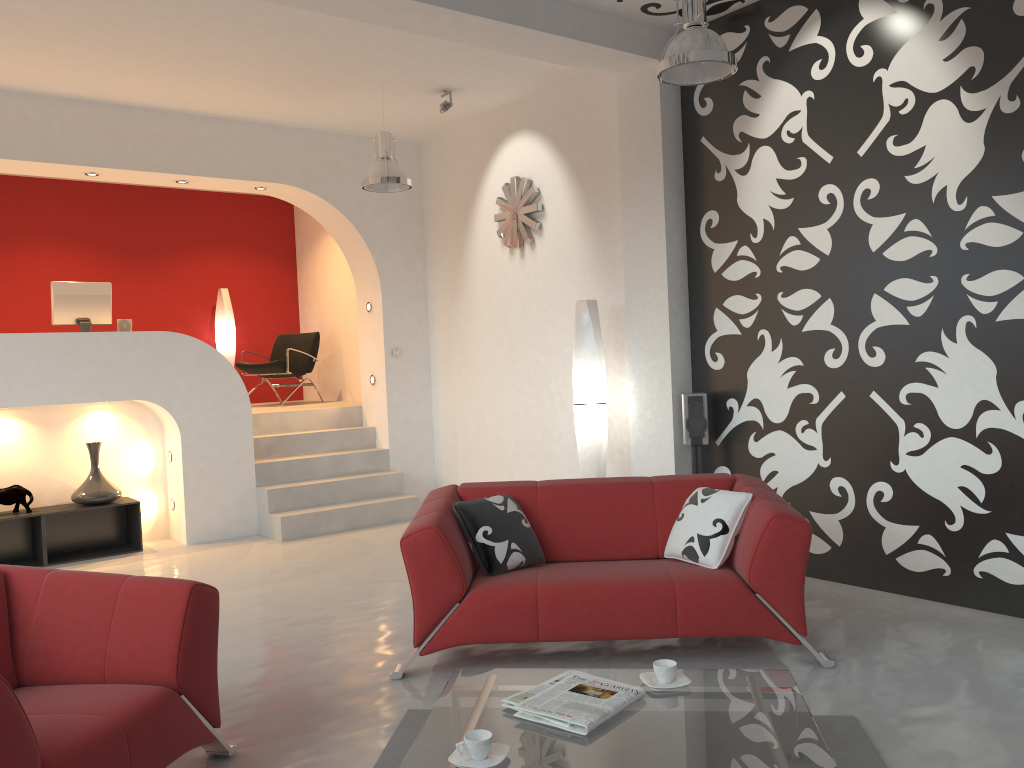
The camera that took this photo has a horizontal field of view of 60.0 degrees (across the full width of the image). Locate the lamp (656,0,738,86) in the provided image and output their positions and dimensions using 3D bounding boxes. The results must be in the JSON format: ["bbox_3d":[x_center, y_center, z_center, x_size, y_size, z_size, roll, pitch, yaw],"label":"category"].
[{"bbox_3d":[0.862,-1.877,4.212,0.379,0.800,0.379,-4,2,-44],"label":"lamp"}]

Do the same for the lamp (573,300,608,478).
[{"bbox_3d":[0.564,0.299,6.274,0.313,1.779,0.313,-3,2,-29],"label":"lamp"}]

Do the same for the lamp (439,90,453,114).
[{"bbox_3d":[-0.515,-2.197,6.921,0.112,0.176,0.118,-2,2,5],"label":"lamp"}]

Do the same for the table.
[{"bbox_3d":[0.303,1.152,2.550,1.162,0.286,1.097,-2,2,8],"label":"table"}]

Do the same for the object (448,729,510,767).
[{"bbox_3d":[-0.089,0.995,2.428,0.153,0.069,0.153,-2,2,19],"label":"object"}]

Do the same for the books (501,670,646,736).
[{"bbox_3d":[0.199,0.990,2.778,0.345,0.035,0.367,-1,2,43],"label":"books"}]

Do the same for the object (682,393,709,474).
[{"bbox_3d":[1.208,0.617,5.777,0.214,1.112,0.229,-2,2,8],"label":"object"}]

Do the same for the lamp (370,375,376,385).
[{"bbox_3d":[-1.337,-0.038,8.501,0.011,0.105,0.105,-4,2,-37],"label":"lamp"}]

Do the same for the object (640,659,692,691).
[{"bbox_3d":[0.505,0.955,2.925,0.153,0.069,0.153,-3,2,-11],"label":"object"}]

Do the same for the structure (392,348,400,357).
[{"bbox_3d":[-1.092,-0.296,8.364,0.080,0.080,0.016,-4,2,-37],"label":"structure"}]

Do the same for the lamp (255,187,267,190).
[{"bbox_3d":[-2.221,-1.728,7.842,0.105,0.011,0.105,-1,2,42],"label":"lamp"}]

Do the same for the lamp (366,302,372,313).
[{"bbox_3d":[-1.368,-0.736,8.482,0.011,0.105,0.105,-4,2,-37],"label":"lamp"}]

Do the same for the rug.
[{"bbox_3d":[0.312,1.297,2.566,1.700,0.025,1.700,-2,2,8],"label":"rug"}]

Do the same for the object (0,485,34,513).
[{"bbox_3d":[-3.851,0.832,6.604,0.507,0.296,0.191,-3,2,-22],"label":"object"}]

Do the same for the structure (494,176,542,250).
[{"bbox_3d":[0.036,-1.416,7.335,0.090,0.596,0.596,-4,2,-37],"label":"structure"}]

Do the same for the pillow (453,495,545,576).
[{"bbox_3d":[-0.060,0.724,4.303,0.402,0.343,0.288,-4,2,-45],"label":"pillow"}]

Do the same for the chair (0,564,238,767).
[{"bbox_3d":[-1.578,1.013,2.689,0.951,0.738,1.288,-2,2,13],"label":"chair"}]

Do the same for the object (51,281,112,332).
[{"bbox_3d":[-3.556,-0.615,7.332,0.458,0.452,0.230,-4,2,-37],"label":"object"}]

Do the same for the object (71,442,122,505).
[{"bbox_3d":[-3.288,0.703,7.002,0.369,0.481,0.369,-2,2,18],"label":"object"}]

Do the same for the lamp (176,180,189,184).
[{"bbox_3d":[-2.763,-1.692,7.431,0.105,0.011,0.105,-1,2,42],"label":"lamp"}]

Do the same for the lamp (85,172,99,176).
[{"bbox_3d":[-3.320,-1.656,7.009,0.105,0.011,0.105,-1,2,42],"label":"lamp"}]

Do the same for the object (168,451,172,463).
[{"bbox_3d":[-2.864,0.610,7.422,0.011,0.105,0.105,-4,2,-37],"label":"object"}]

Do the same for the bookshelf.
[{"bbox_3d":[-4.151,1.199,6.344,2.764,0.397,0.405,-4,2,-37],"label":"bookshelf"}]

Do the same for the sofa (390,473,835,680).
[{"bbox_3d":[0.429,0.880,4.277,1.929,0.738,0.951,-2,2,3],"label":"sofa"}]

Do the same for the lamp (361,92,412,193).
[{"bbox_3d":[-0.950,-1.861,6.602,0.379,0.800,0.379,-2,2,24],"label":"lamp"}]

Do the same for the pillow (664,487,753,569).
[{"bbox_3d":[0.935,0.681,4.247,0.288,0.343,0.402,-3,2,-30],"label":"pillow"}]

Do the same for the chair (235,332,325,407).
[{"bbox_3d":[-2.570,-0.167,9.784,0.664,0.795,0.768,-2,2,28],"label":"chair"}]

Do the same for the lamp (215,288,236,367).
[{"bbox_3d":[-3.293,-0.422,10.220,0.237,1.349,0.237,-3,2,-29],"label":"lamp"}]

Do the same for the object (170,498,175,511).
[{"bbox_3d":[-2.846,1.009,7.433,0.011,0.105,0.105,-4,2,-37],"label":"object"}]

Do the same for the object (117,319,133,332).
[{"bbox_3d":[-3.317,-0.479,7.575,0.151,0.147,0.133,-1,2,36],"label":"object"}]
